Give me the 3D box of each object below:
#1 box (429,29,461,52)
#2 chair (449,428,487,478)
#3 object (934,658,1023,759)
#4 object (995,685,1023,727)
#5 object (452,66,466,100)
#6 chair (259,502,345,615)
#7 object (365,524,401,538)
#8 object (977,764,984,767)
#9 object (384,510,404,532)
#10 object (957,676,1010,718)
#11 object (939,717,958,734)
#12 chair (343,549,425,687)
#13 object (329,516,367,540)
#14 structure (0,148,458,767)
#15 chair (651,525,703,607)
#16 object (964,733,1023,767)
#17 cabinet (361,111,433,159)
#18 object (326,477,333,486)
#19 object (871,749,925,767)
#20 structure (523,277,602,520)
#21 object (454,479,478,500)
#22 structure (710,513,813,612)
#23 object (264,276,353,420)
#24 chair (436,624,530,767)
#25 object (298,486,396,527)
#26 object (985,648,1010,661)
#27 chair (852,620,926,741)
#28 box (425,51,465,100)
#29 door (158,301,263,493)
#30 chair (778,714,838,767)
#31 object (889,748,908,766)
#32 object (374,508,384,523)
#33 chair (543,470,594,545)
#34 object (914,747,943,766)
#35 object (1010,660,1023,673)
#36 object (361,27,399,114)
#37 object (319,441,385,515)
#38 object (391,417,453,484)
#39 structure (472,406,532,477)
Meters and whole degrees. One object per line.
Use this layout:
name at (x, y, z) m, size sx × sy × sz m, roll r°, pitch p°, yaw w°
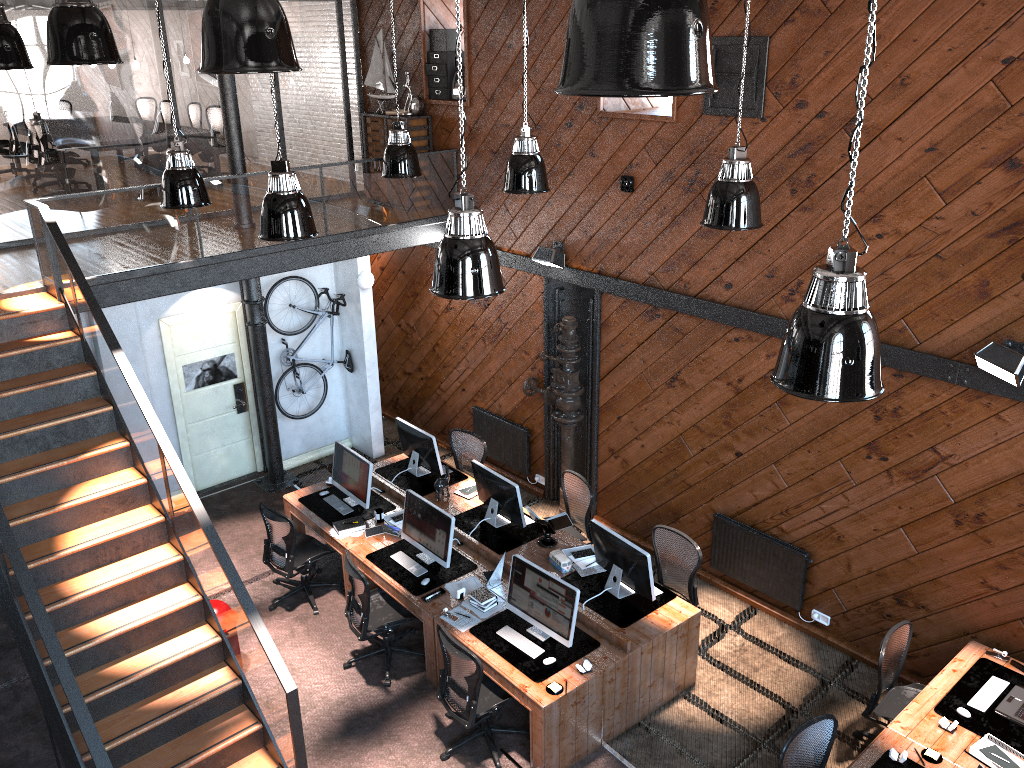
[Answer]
box at (-0.764, -3.929, 10.134) m, size 0.213 × 0.241 × 0.313 m, roll -19°, pitch 28°, yaw -38°
chair at (-0.600, 1.111, 9.870) m, size 0.770 × 1.085 × 0.792 m, roll 10°, pitch 24°, yaw 25°
object at (3.478, 2.265, 6.225) m, size 0.848 × 0.008 × 0.687 m, roll -19°, pitch 28°, yaw -38°
object at (3.603, 2.147, 6.128) m, size 0.390 × 0.283 × 0.323 m, roll -19°, pitch 28°, yaw -38°
object at (-0.434, -3.434, 10.096) m, size 0.384 × 0.353 × 0.365 m, roll -19°, pitch 28°, yaw -38°
chair at (-2.106, 1.598, 8.708) m, size 0.770 × 1.085 × 0.792 m, roll 10°, pitch 24°, yaw 25°
object at (-1.236, 1.399, 8.497) m, size 0.347 × 0.083 × 0.129 m, roll -2°, pitch 22°, yaw -2°
object at (2.996, 2.517, 5.505) m, size 0.129 × 0.083 × 0.347 m, roll 2°, pitch 22°, yaw 7°
object at (-1.042, 1.348, 8.688) m, size 0.304 × 0.017 × 0.467 m, roll -15°, pitch 26°, yaw -31°
object at (3.348, 2.224, 6.288) m, size 0.577 × 0.040 × 0.139 m, roll -17°, pitch 27°, yaw -35°
object at (2.973, 2.316, 6.042) m, size 0.082 × 0.063 × 0.106 m, roll -21°, pitch 29°, yaw -40°
chair at (-1.146, 1.942, 7.801) m, size 0.792 × 1.085 × 0.770 m, roll -20°, pitch 28°, yaw -39°
object at (-1.592, 1.383, 8.577) m, size 0.363 × 0.065 × 0.325 m, roll -7°, pitch 22°, yaw -15°
structure at (-3.648, 0.965, 7.333) m, size 10.620 × 4.603 × 5.793 m, roll -19°, pitch 28°, yaw -38°
chair at (1.318, 1.878, 7.860) m, size 0.770 × 1.085 × 0.792 m, roll 15°, pitch 27°, yaw 34°
object at (3.161, 2.420, 5.780) m, size 0.229 × 0.060 × 0.316 m, roll -15°, pitch 25°, yaw -31°
cabinet at (-1.390, -2.737, 10.838) m, size 0.365 × 1.081 × 0.957 m, roll -19°, pitch 28°, yaw -38°
object at (-1.933, 1.037, 9.467) m, size 0.082 × 0.063 × 0.106 m, roll 6°, pitch 23°, yaw 18°
object at (2.422, 2.615, 5.388) m, size 0.848 × 0.008 × 0.687 m, roll -19°, pitch 28°, yaw -38°
structure at (0.591, 0.184, 9.942) m, size 0.500 × 2.745 × 1.003 m, roll -16°, pitch 26°, yaw -33°
object at (-0.425, 1.095, 9.267) m, size 0.229 × 0.060 × 0.316 m, roll 17°, pitch 28°, yaw 38°
structure at (2.334, 1.688, 8.387) m, size 0.073 × 0.628 × 1.064 m, roll -19°, pitch 28°, yaw -38°
object at (-2.462, -0.468, 10.990) m, size 0.655 × 1.846 × 1.022 m, roll 8°, pitch 23°, yaw 22°
chair at (-0.244, 2.305, 6.851) m, size 0.770 × 1.085 × 0.792 m, roll 15°, pitch 27°, yaw 34°
object at (-1.691, 1.222, 9.069) m, size 0.687 × 0.008 × 0.848 m, roll -18°, pitch 27°, yaw -37°
object at (3.679, 2.038, 6.712) m, size 0.159 × 0.064 × 0.054 m, roll 17°, pitch 28°, yaw 38°
chair at (2.988, 2.365, 6.565) m, size 0.792 × 1.085 × 0.770 m, roll 10°, pitch 24°, yaw 25°
box at (-0.775, -3.570, 10.260) m, size 0.299 × 0.519 × 0.374 m, roll -19°, pitch 28°, yaw -38°
door at (-3.591, 0.190, 10.712) m, size 1.013 × 2.268 × 0.064 m, roll -19°, pitch 28°, yaw -38°
chair at (2.035, 2.736, 5.670) m, size 0.792 × 1.085 × 0.770 m, roll 15°, pitch 27°, yaw 34°
object at (2.516, 2.420, 5.779) m, size 0.106 × 0.063 × 0.082 m, roll 11°, pitch 25°, yaw 28°
object at (-1.306, 1.290, 8.720) m, size 0.078 × 0.138 × 0.099 m, roll -10°, pitch 24°, yaw -23°
chair at (0.494, 1.479, 8.900) m, size 0.792 × 1.085 × 0.770 m, roll -20°, pitch 28°, yaw -39°
object at (2.742, 2.431, 5.810) m, size 0.154 × 0.026 × 0.158 m, roll -1°, pitch 22°, yaw 0°
object at (3.769, 2.098, 6.585) m, size 0.022 × 0.042 × 0.134 m, roll -11°, pitch 24°, yaw -24°
object at (-1.594, -3.745, 10.593) m, size 0.140 × 0.989 × 0.789 m, roll -19°, pitch 28°, yaw -38°
object at (-1.676, 0.957, 9.005) m, size 0.692 × 0.581 × 0.586 m, roll 2°, pitch 22°, yaw 6°
object at (-0.972, 0.708, 9.596) m, size 0.648 × 0.576 × 0.799 m, roll 1°, pitch 22°, yaw 4°
structure at (-0.126, 0.709, 10.955) m, size 0.073 × 0.628 × 1.064 m, roll -19°, pitch 28°, yaw -38°
